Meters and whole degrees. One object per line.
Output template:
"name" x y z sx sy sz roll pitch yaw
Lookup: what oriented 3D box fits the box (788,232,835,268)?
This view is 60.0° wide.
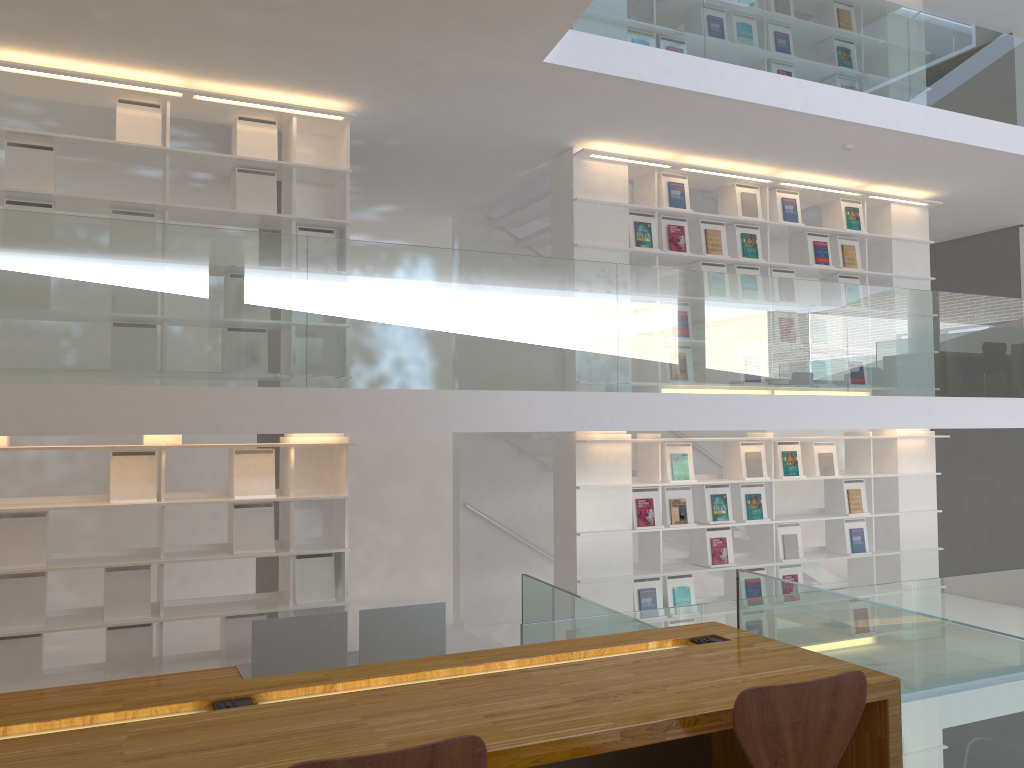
"box" 2.528 -1.112 7.485 0.245 0.296 0.274 1 -3 -25

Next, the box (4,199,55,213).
"box" -2.735 -0.873 5.027 0.245 0.296 0.274 1 -3 -25

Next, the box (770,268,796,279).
"box" 2.184 -0.787 7.304 0.245 0.296 0.274 1 -3 -25

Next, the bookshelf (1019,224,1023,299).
"bookshelf" 6.629 -0.694 9.416 2.984 1.836 0.498 1 -3 -25

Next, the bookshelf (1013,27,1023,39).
"bookshelf" 6.618 -2.738 9.516 2.984 1.836 0.498 1 -3 -25

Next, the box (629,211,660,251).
"box" 0.944 -1.139 6.729 0.245 0.296 0.274 1 -3 -25

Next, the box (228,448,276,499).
"box" -1.610 0.550 5.491 0.245 0.296 0.274 1 -3 -25

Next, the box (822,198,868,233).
"box" 2.877 -1.432 7.668 0.245 0.296 0.274 1 -3 -25

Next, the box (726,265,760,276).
"box" 1.851 -0.793 7.145 0.245 0.296 0.274 1 -3 -25

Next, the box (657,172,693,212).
"box" 1.217 -1.461 6.876 0.245 0.296 0.274 1 -3 -25

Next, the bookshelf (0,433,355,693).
"bookshelf" -2.412 1.202 4.998 2.984 1.836 0.498 1 -3 -25

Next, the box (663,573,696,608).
"box" 1.230 1.582 6.725 0.245 0.296 0.274 1 -3 -25

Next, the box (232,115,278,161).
"box" -1.621 -1.508 5.592 0.245 0.296 0.274 1 -3 -25

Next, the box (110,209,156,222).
"box" -2.249 -0.864 5.259 0.245 0.296 0.274 1 -3 -25

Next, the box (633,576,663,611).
"box" 0.963 1.577 6.597 0.245 0.296 0.274 1 -3 -25

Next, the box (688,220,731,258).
"box" 1.542 -1.127 7.014 0.245 0.296 0.274 1 -3 -25

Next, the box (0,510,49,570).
"box" -2.725 0.858 4.942 0.245 0.296 0.274 1 -3 -25

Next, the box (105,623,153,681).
"box" -2.224 1.523 5.147 0.245 0.296 0.274 1 -3 -25

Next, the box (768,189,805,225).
"box" 2.235 -1.443 7.362 0.245 0.296 0.274 1 -3 -25

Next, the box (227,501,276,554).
"box" -1.609 0.877 5.474 0.245 0.296 0.274 1 -3 -25

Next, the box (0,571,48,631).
"box" -2.723 1.186 4.926 0.245 0.296 0.274 1 -3 -25

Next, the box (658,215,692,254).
"box" 1.213 -1.132 6.871 0.245 0.296 0.274 1 -3 -25

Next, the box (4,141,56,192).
"box" -2.737 -1.200 5.043 0.245 0.296 0.274 1 -3 -25

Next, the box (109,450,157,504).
"box" -2.221 0.537 5.197 0.245 0.296 0.274 1 -3 -25

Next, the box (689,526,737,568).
"box" 1.560 1.253 6.900 0.245 0.296 0.274 1 -3 -25

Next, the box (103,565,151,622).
"box" -2.238 1.194 5.157 0.245 0.296 0.274 1 -3 -25

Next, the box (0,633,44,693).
"box" -2.734 1.514 4.904 0.245 0.296 0.274 1 -3 -25

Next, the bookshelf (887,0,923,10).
"bookshelf" 2.047 -2.819 7.340 3.666 1.836 0.498 1 -3 -25

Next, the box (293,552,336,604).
"box" -1.269 1.212 5.620 0.245 0.296 0.274 1 -3 -25

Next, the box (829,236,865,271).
"box" 2.834 -1.104 7.631 0.245 0.296 0.274 1 -3 -25

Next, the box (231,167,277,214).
"box" -1.621 -1.181 5.576 0.245 0.296 0.274 1 -3 -25

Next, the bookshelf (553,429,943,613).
"bookshelf" 2.048 1.286 7.184 3.666 1.836 0.397 1 -3 -25

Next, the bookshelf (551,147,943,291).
"bookshelf" 2.058 -0.775 7.240 3.666 1.836 0.498 1 -3 -25

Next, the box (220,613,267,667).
"box" -1.641 1.533 5.425 0.245 0.296 0.274 1 -3 -25

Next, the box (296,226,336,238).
"box" -1.280 -0.847 5.721 0.245 0.296 0.274 1 -3 -25

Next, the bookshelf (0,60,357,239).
"bookshelf" -2.423 -0.856 5.099 2.984 1.836 0.498 1 -3 -25

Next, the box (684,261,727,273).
"box" 1.545 -0.799 6.999 0.245 0.296 0.274 1 -3 -25

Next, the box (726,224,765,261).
"box" 1.853 -1.121 7.163 0.245 0.296 0.274 1 -3 -25

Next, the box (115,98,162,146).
"box" -2.232 -1.521 5.298 0.245 0.296 0.274 1 -3 -25

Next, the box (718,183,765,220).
"box" 1.858 -1.450 7.182 0.245 0.296 0.274 1 -3 -25

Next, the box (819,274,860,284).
"box" 2.838 -0.776 7.615 0.245 0.296 0.274 1 -3 -25
